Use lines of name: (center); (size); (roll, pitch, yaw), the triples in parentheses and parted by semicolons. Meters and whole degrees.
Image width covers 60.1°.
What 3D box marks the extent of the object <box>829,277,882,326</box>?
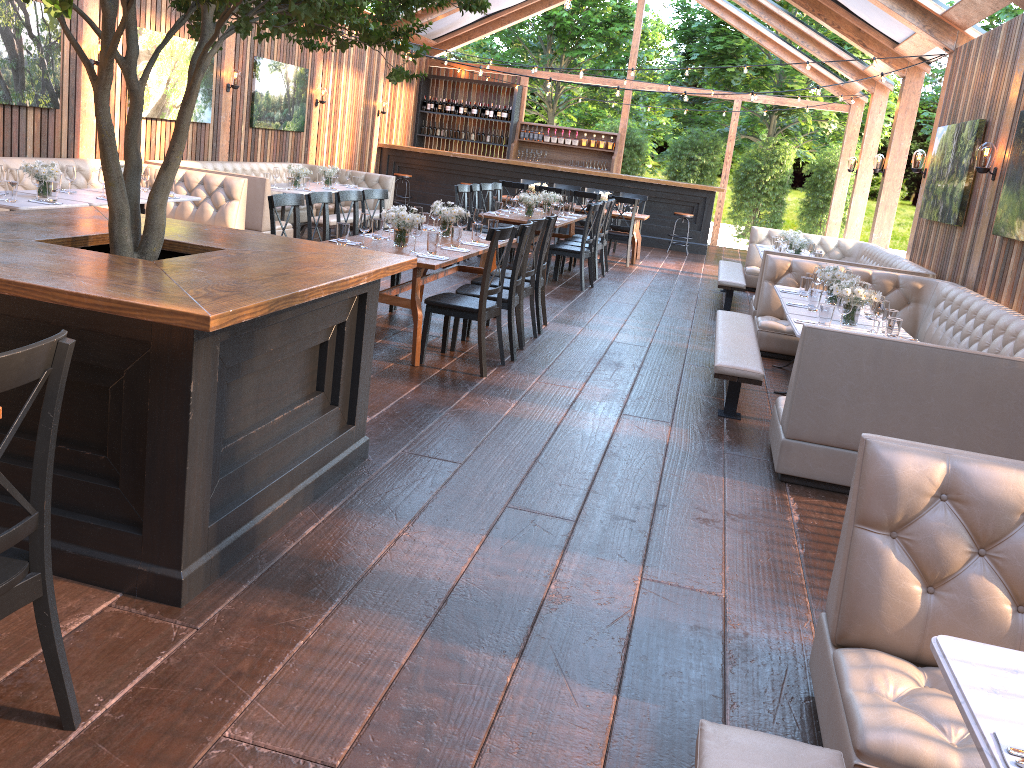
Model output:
object: (2.308, -0.553, 5.979); (0.338, 0.305, 0.332); (13, 15, 23)

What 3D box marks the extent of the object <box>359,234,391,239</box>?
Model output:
object: (-1.069, -1.166, 6.991); (0.255, 0.018, 0.159); (10, 15, 12)

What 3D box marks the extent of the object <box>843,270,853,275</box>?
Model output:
object: (2.735, -0.812, 7.260); (0.092, 0.241, 0.093); (10, 12, 14)

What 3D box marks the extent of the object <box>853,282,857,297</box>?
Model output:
object: (2.839, -0.773, 7.328); (0.092, 0.156, 0.093); (7, 12, -2)

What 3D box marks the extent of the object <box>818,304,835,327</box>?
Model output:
object: (1.996, -0.423, 5.637); (0.092, 0.156, 0.093); (7, 12, -2)

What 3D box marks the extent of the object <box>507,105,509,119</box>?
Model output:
object: (-0.089, -5.875, 19.208); (0.087, 0.330, 0.089); (6, 12, -8)

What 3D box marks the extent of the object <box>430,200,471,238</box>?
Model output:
object: (-0.548, -1.418, 7.603); (0.337, 0.305, 0.333); (-4, 18, -40)

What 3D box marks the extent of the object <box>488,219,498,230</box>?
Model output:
object: (-0.178, -1.412, 8.041); (0.092, 0.156, 0.093); (-4, 17, -41)

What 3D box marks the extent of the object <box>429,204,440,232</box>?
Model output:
object: (-0.691, -1.486, 7.911); (0.093, 0.241, 0.092); (16, 15, 36)

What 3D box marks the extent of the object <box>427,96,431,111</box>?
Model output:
object: (-1.817, -6.161, 19.449); (0.087, 0.330, 0.089); (6, 12, -8)

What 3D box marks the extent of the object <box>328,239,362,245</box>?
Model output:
object: (-1.191, -1.033, 6.430); (0.255, 0.018, 0.159); (10, 15, 12)

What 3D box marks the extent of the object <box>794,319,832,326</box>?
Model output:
object: (1.987, -0.402, 5.819); (0.255, 0.018, 0.159); (10, 15, 12)

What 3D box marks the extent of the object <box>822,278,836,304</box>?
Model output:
object: (2.300, -0.645, 6.437); (0.092, 0.241, 0.093); (0, 14, -30)

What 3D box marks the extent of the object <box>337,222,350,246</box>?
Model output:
object: (-1.196, -1.057, 6.250); (0.092, 0.156, 0.092); (17, 16, 37)

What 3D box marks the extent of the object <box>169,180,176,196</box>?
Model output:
object: (-3.327, -1.910, 8.614); (0.092, 0.156, 0.093); (7, 12, -2)

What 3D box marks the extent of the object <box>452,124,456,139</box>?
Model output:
object: (-1.257, -5.549, 19.433); (0.095, 0.304, 0.094); (16, 15, 37)

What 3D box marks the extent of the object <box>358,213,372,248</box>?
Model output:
object: (-1.046, -1.088, 6.273); (0.092, 0.241, 0.093); (6, 12, -8)

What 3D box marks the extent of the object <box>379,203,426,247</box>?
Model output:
object: (-0.816, -1.181, 6.603); (0.336, 0.305, 0.333); (9, 14, 7)

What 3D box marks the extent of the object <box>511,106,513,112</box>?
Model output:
object: (-0.014, -5.844, 19.150); (0.081, 0.320, 0.082); (5, 12, -10)

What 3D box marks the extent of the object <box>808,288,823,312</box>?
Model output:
object: (2.187, -0.604, 6.397); (0.092, 0.156, 0.093); (7, 12, -2)

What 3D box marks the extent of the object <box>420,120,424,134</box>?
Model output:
object: (-1.980, -5.692, 19.619); (0.094, 0.304, 0.096); (7, 12, -2)

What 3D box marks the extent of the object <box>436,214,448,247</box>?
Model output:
object: (-0.548, -1.200, 6.921); (0.092, 0.241, 0.093); (9, 12, 9)

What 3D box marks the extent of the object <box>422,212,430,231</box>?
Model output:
object: (-0.784, -1.445, 7.877); (0.092, 0.156, 0.093); (-4, 17, -41)

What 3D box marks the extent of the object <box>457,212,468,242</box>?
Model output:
object: (-0.419, -1.313, 7.400); (0.092, 0.241, 0.093); (10, 12, 14)

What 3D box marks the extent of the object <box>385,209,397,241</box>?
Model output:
object: (-0.943, -1.231, 6.856); (0.092, 0.241, 0.093); (9, 12, 9)

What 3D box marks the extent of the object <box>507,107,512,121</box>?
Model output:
object: (-0.046, -5.810, 19.048); (0.076, 0.299, 0.076); (14, 13, 28)

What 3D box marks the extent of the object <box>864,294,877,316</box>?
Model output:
object: (2.658, -0.588, 6.558); (0.092, 0.156, 0.093); (7, 12, -2)

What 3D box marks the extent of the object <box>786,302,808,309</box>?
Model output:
object: (2.170, -0.584, 6.580); (0.255, 0.018, 0.159); (10, 15, 12)

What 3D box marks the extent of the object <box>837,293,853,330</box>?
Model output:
object: (2.119, -0.456, 5.656); (0.092, 0.241, 0.093); (0, 14, -30)

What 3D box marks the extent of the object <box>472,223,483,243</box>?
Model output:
object: (-0.298, -1.274, 7.477); (0.092, 0.156, 0.092); (17, 16, 37)

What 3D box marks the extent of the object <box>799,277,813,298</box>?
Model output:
object: (2.361, -0.779, 7.123); (0.092, 0.156, 0.093); (7, 12, -2)

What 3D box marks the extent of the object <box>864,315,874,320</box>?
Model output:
object: (2.654, -0.475, 6.403); (0.255, 0.018, 0.159); (10, 15, 12)

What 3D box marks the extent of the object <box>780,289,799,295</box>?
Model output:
object: (2.341, -0.758, 7.300); (0.255, 0.018, 0.159); (10, 15, 12)

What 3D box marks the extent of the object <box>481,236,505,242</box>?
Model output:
object: (-0.193, -1.296, 7.871); (0.255, 0.018, 0.159); (10, 15, 12)

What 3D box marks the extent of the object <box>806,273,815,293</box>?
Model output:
object: (2.519, -0.854, 7.476); (0.092, 0.156, 0.093); (-4, 17, -41)

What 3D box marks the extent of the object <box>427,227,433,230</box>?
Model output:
object: (-0.804, -1.427, 8.068); (0.255, 0.018, 0.159); (10, 15, 12)

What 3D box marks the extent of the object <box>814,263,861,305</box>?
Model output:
object: (2.526, -0.775, 6.899); (0.338, 0.305, 0.331); (14, 15, 27)

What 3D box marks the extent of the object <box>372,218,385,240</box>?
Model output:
object: (-1.034, -1.191, 6.807); (0.092, 0.156, 0.092); (17, 16, 37)

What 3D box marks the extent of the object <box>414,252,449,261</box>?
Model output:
object: (-0.576, -0.903, 6.242); (0.255, 0.018, 0.159); (10, 15, 12)

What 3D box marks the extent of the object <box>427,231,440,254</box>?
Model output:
object: (-0.575, -1.023, 6.418); (0.092, 0.156, 0.092); (14, 14, 27)

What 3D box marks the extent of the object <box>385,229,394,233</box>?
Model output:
object: (-0.939, -1.292, 7.505); (0.255, 0.018, 0.159); (10, 15, 12)

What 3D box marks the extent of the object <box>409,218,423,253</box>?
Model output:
object: (-0.693, -1.064, 6.354); (0.092, 0.241, 0.093); (0, 14, -30)

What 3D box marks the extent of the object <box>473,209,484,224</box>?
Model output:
object: (-0.308, -1.453, 7.972); (0.092, 0.241, 0.093); (10, 12, 14)

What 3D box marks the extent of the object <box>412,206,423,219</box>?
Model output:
object: (-0.791, -1.350, 7.358); (0.092, 0.241, 0.093); (-1, 15, -35)

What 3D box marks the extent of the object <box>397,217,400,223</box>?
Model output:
object: (-0.938, -1.315, 7.327); (0.091, 0.156, 0.093); (2, 13, -21)

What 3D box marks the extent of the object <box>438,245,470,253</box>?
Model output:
object: (-0.456, -1.046, 6.825); (0.255, 0.018, 0.159); (10, 15, 12)

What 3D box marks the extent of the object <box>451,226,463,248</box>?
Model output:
object: (-0.441, -1.159, 6.984); (0.092, 0.156, 0.093); (11, 13, 18)

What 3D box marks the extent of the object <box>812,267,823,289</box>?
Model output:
object: (2.466, -0.819, 7.160); (0.092, 0.241, 0.093); (0, 14, -30)

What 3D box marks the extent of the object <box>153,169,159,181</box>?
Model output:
object: (-3.421, -1.952, 8.561); (0.092, 0.241, 0.093); (10, 12, 14)

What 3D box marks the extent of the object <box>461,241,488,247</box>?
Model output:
object: (-0.328, -1.162, 7.313); (0.255, 0.018, 0.159); (10, 15, 12)

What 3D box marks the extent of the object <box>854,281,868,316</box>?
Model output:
object: (2.555, -0.628, 6.496); (0.092, 0.241, 0.093); (0, 14, -30)

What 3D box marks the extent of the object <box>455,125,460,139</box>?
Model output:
object: (-1.182, -5.524, 19.378); (0.095, 0.304, 0.095); (10, 12, 12)

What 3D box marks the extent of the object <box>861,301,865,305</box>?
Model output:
object: (2.828, -0.657, 7.159); (0.255, 0.018, 0.159); (10, 15, 12)

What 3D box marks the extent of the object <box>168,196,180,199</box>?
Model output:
object: (-3.324, -1.798, 8.465); (0.255, 0.018, 0.159); (10, 15, 12)

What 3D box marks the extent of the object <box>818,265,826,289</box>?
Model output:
object: (2.568, -0.863, 7.370); (0.092, 0.241, 0.093); (0, 14, -30)
